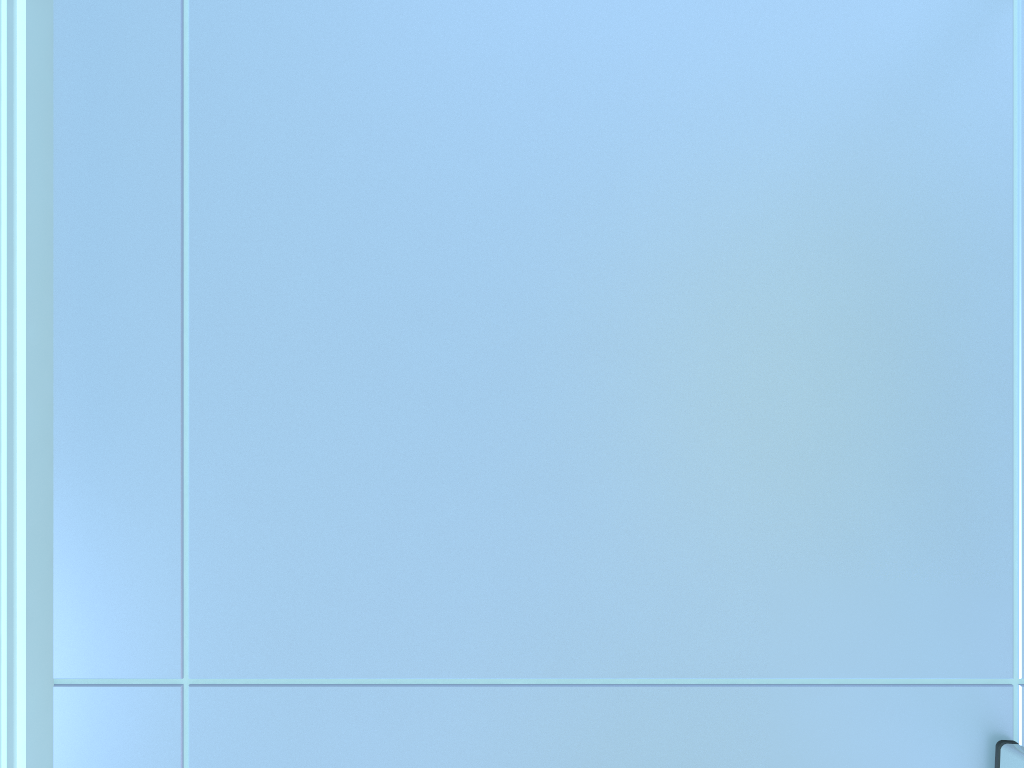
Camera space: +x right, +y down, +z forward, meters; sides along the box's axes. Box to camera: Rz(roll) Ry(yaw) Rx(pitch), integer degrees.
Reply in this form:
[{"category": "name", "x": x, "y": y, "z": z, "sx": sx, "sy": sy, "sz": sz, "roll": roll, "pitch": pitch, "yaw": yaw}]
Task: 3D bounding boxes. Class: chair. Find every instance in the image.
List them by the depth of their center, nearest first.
[{"category": "chair", "x": 0.430, "y": -0.004, "z": 0.023, "sx": 0.484, "sy": 0.695, "sz": 0.387, "roll": 2, "pitch": 90, "yaw": 0}]
